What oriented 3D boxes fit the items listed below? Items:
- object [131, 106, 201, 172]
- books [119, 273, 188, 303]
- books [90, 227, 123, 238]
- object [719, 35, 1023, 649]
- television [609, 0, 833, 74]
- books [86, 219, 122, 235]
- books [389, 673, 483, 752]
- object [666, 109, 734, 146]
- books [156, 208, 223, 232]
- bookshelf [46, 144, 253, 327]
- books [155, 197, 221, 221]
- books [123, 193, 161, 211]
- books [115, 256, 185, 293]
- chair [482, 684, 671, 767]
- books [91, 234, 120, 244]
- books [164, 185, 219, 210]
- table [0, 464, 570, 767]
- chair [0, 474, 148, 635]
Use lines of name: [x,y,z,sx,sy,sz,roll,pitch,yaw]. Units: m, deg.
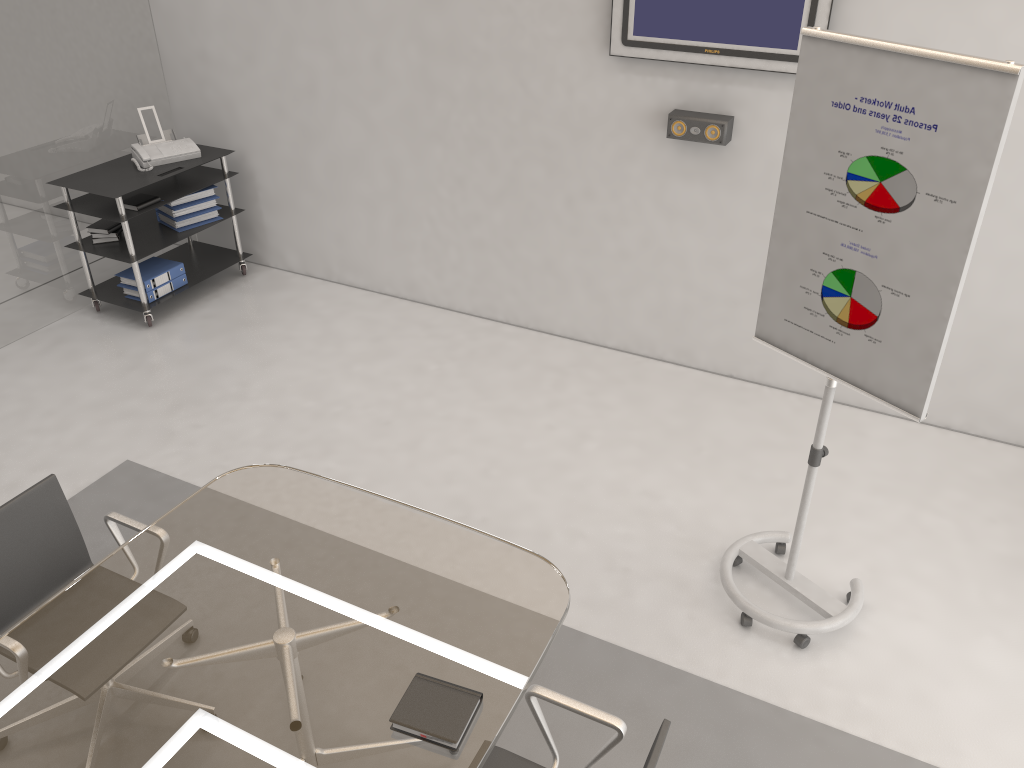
object: [-2.204,-1.541,5.524,0.405,0.280,0.399,-22,38,-31]
books: [-2.273,-0.629,5.615,0.263,0.077,0.320,15,35,23]
books: [-2.503,-0.955,5.503,0.164,0.032,0.183,-2,32,-3]
object: [1.094,-0.043,2.986,0.553,2.088,0.560,7,32,11]
television: [0.937,-1.756,4.028,1.013,0.590,0.049,15,35,23]
books: [-2.502,-0.977,5.479,0.164,0.032,0.183,8,33,14]
books: [-0.186,0.807,2.197,0.183,0.032,0.164,11,34,18]
object: [0.912,-1.248,4.320,0.298,0.117,0.123,15,35,23]
books: [-2.091,-1.098,5.755,0.262,0.077,0.320,25,40,35]
bookshelf: [-2.260,-0.978,5.691,0.567,0.855,0.985,15,35,23]
books: [-2.090,-1.159,5.716,0.262,0.077,0.320,25,40,35]
books: [-2.226,-1.086,5.297,0.164,0.032,0.183,14,35,22]
books: [-2.275,-0.691,5.577,0.263,0.077,0.320,15,35,23]
chair: [0.012,1.170,2.253,0.710,0.805,0.731,5,32,9]
books: [-2.528,-0.930,5.525,0.164,0.032,0.183,-10,33,-16]
books: [-2.089,-1.221,5.676,0.262,0.077,0.320,25,40,35]
table: [-1.044,1.412,1.943,1.372,0.721,3.054,15,35,23]
chair: [-1.340,0.800,2.862,0.710,0.805,0.731,5,32,9]
